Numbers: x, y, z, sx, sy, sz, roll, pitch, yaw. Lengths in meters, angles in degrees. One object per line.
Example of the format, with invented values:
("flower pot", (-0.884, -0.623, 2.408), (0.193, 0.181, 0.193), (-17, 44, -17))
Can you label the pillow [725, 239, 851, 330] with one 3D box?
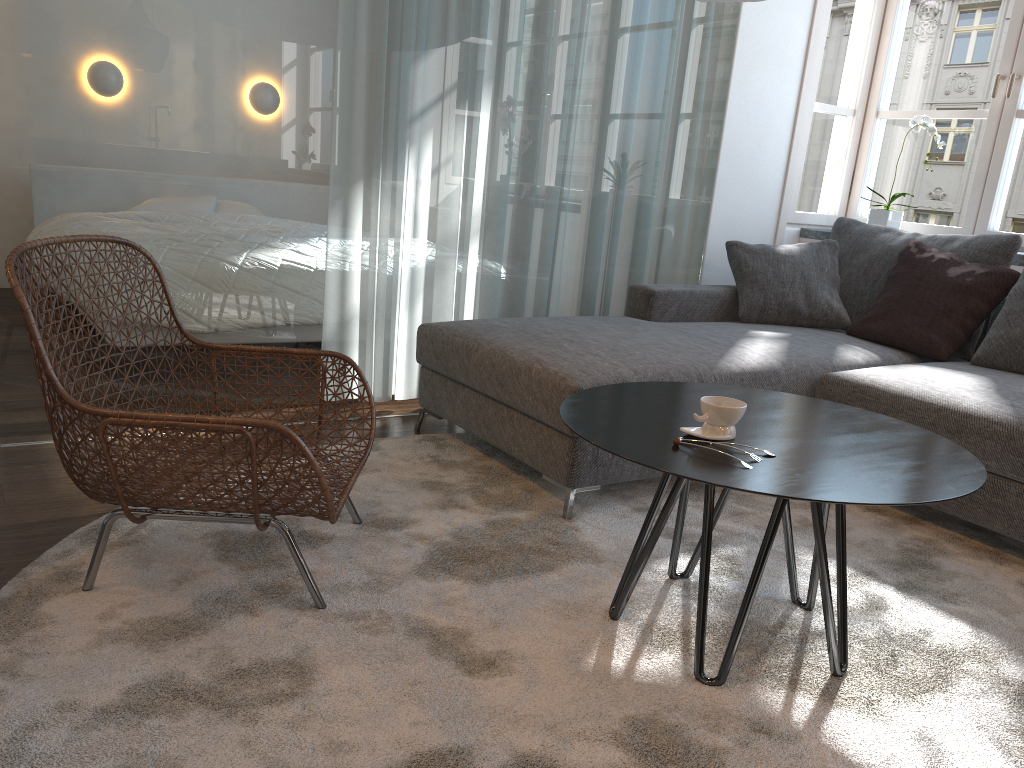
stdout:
("pillow", (1.153, -0.433, 3.712), (0.515, 0.367, 0.340), (6, 15, 5))

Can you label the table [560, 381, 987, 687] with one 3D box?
("table", (0.501, 0.325, 1.912), (0.845, 0.482, 0.833), (-3, 16, -31))

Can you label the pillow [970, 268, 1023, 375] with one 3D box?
("pillow", (1.919, -0.181, 2.885), (0.291, 0.405, 0.656), (-5, 18, -33))

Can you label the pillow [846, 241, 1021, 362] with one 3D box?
("pillow", (1.576, -0.322, 3.346), (0.310, 0.411, 0.512), (-5, 17, -31))

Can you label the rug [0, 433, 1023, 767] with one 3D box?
("rug", (0.330, 0.525, 2.031), (2.810, 0.012, 2.810), (15, 16, 35))

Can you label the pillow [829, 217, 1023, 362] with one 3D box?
("pillow", (1.571, -0.413, 3.624), (0.274, 0.487, 0.822), (-5, 18, -33))

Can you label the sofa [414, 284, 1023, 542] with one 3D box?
("sofa", (1.316, 0.153, 2.524), (2.033, 0.685, 3.018), (-4, 16, -33))

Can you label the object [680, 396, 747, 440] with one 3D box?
("object", (0.395, 0.069, 1.754), (0.139, 0.070, 0.090), (0, 16, -21))

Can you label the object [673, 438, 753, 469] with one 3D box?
("object", (0.366, 0.126, 1.623), (0.166, 0.015, 0.014), (17, 19, 41))

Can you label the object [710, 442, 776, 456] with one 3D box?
("object", (0.440, 0.121, 1.683), (0.123, 0.010, 0.025), (10, 15, 21))

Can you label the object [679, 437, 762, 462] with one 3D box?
("object", (0.388, 0.119, 1.658), (0.162, 0.016, 0.025), (13, 16, 30))

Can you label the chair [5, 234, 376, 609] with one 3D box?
("chair", (-0.692, 0.055, 2.025), (0.685, 0.724, 0.704), (5, 15, -1))

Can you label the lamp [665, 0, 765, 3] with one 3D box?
("lamp", (0.426, -1.115, 2.149), (1.469, 0.214, 1.443), (6, 13, 2))
